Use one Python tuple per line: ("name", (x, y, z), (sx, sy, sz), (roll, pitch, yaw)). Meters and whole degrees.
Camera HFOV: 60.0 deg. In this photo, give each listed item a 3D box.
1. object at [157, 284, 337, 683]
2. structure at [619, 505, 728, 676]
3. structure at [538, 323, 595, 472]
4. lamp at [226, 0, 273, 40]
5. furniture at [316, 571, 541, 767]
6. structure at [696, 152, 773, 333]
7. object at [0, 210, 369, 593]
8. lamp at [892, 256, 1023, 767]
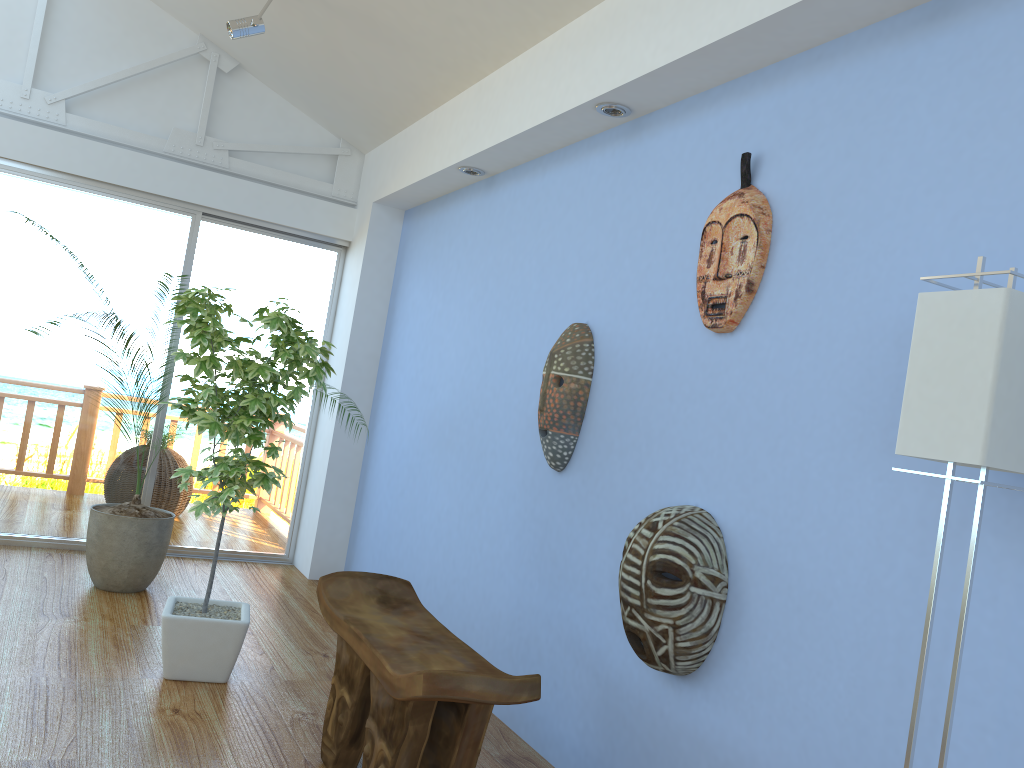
("object", (-1.025, 0.356, 3.222), (0.495, 1.409, 0.699), (9, -2, 17))
("structure", (0.396, 0.557, 2.425), (0.185, 0.466, 0.359), (10, -2, -26))
("structure", (0.160, 0.039, 3.157), (0.115, 0.541, 0.254), (10, -2, -26))
("lamp", (-1.137, -1.684, 3.989), (0.254, 0.327, 0.118), (10, -2, -9))
("furniture", (-0.320, 0.903, 2.527), (0.329, 0.507, 1.100), (10, -2, -26))
("structure", (0.610, -0.398, 2.484), (0.063, 0.508, 0.264), (10, -2, -26))
("object", (-1.638, 0.147, 4.209), (1.706, 1.695, 1.563), (11, -3, -35))
("lamp", (0.754, 0.530, 1.572), (0.200, 1.520, 0.200), (10, -2, -26))
